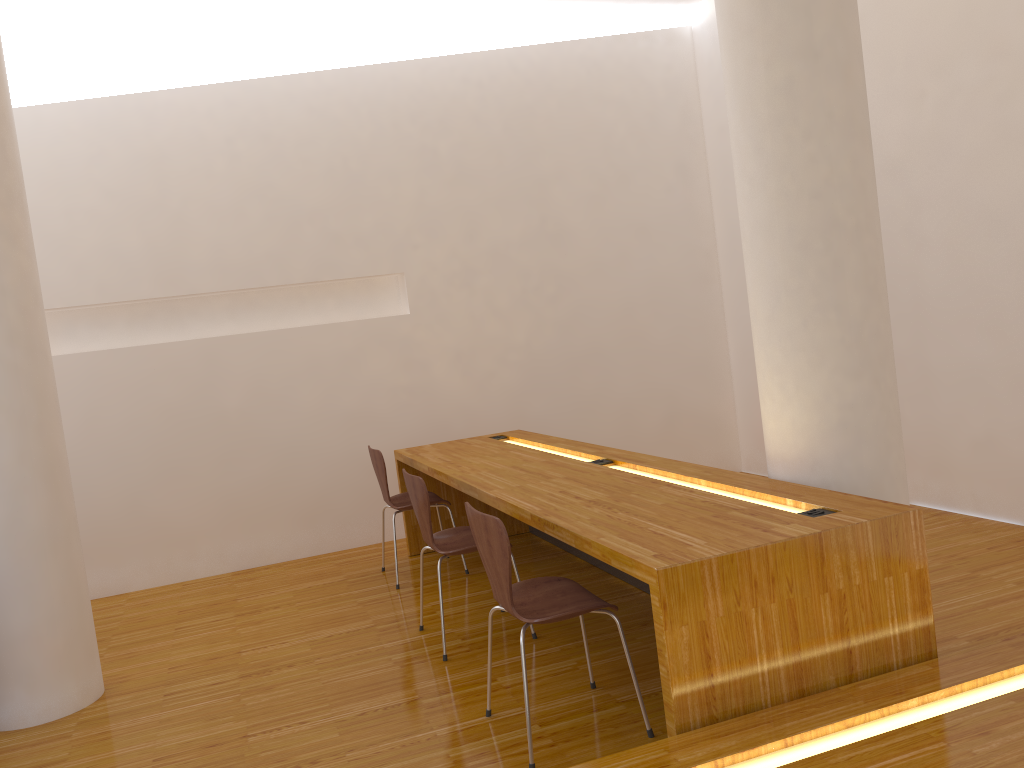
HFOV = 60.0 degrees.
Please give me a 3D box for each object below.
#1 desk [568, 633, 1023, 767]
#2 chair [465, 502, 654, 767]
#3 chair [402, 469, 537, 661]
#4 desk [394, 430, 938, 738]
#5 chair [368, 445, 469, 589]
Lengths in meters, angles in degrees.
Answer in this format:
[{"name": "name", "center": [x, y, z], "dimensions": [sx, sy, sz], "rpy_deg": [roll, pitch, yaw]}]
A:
[{"name": "desk", "center": [0.253, 1.143, 1.578], "dimensions": [3.185, 0.606, 0.760], "rpy_deg": [-8, 3, -18]}, {"name": "chair", "center": [0.116, 0.679, 2.628], "dimensions": [0.381, 0.693, 0.428], "rpy_deg": [-8, 3, -18]}, {"name": "chair", "center": [-0.189, 0.666, 3.550], "dimensions": [0.381, 0.693, 0.428], "rpy_deg": [-8, 3, -18]}, {"name": "desk", "center": [0.224, 0.645, 3.661], "dimensions": [0.760, 0.606, 3.185], "rpy_deg": [-8, 3, -18]}, {"name": "chair", "center": [-0.505, 0.645, 4.624], "dimensions": [0.381, 0.693, 0.428], "rpy_deg": [-8, 3, -18]}]
